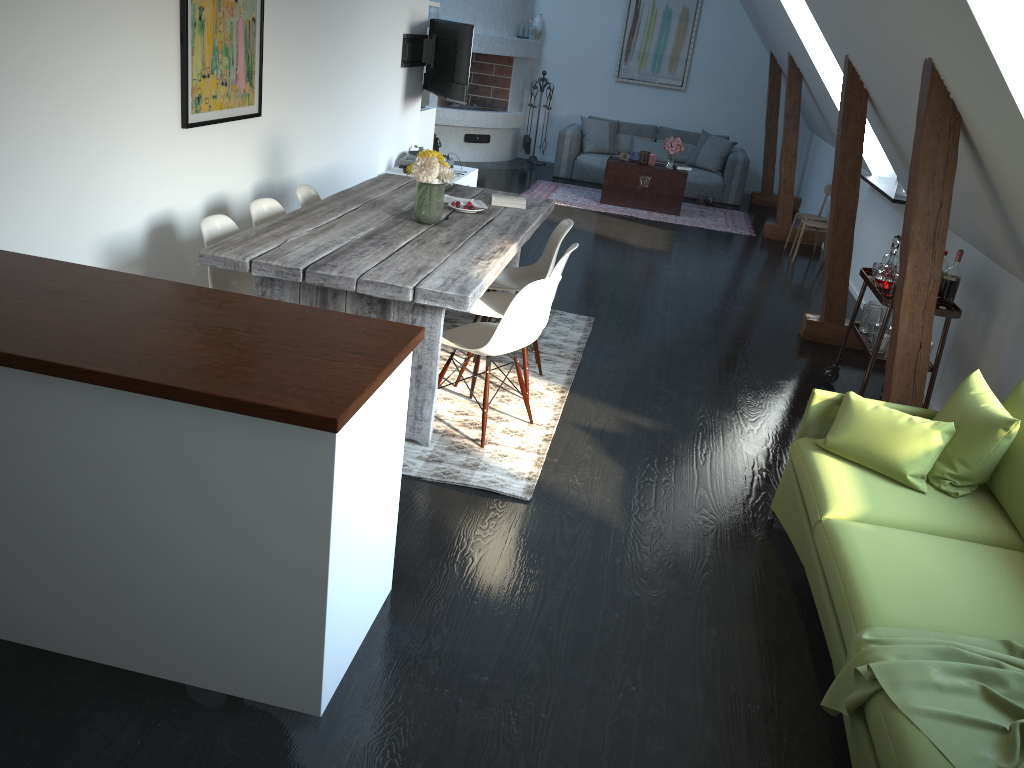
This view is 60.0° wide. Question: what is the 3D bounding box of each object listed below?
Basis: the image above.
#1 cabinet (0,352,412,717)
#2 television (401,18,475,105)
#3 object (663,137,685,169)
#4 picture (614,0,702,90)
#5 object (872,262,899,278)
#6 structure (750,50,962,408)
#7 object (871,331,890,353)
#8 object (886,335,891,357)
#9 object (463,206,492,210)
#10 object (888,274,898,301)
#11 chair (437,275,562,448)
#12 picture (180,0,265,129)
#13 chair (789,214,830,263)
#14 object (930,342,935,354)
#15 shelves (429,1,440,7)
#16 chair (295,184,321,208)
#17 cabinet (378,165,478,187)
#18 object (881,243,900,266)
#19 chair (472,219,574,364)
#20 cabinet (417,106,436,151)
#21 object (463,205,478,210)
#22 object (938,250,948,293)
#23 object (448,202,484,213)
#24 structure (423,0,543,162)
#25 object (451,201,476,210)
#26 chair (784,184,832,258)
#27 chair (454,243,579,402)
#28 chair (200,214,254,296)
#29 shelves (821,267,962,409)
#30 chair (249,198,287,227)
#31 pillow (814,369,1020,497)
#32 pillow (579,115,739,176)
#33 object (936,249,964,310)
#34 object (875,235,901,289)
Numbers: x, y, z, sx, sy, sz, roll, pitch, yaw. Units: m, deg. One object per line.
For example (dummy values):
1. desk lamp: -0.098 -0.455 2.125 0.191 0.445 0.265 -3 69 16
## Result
1. cabinet: -0.935 0.059 1.182 4.208 2.369 3.033 11 22 7
2. television: -0.788 -2.811 7.649 0.537 0.652 1.005 -3 24 -25
3. object: 1.807 -2.620 10.011 0.234 0.351 0.235 -6 26 -30
4. picture: 1.945 -4.620 11.868 0.965 1.185 0.025 11 22 7
5. object: 2.121 -0.603 4.935 0.245 0.092 0.151 23 27 34
6. structure: 2.434 -1.074 5.627 1.023 1.963 12.350 11 22 7
7. object: 1.975 -0.222 4.765 0.092 0.099 0.092 2 23 -13
8. object: 2.025 -0.188 4.672 0.095 0.119 0.095 -5 25 -28
9. object: -0.201 -0.990 4.976 0.194 0.022 0.019 17 24 22
10. object: 2.000 -0.516 4.524 0.101 0.211 0.101 17 24 21
11. chair: -0.093 -0.174 4.095 0.542 0.801 0.465 22 26 31
12. picture: -1.414 -1.903 4.384 0.036 1.181 0.808 11 22 7
13. chair: 2.916 -1.499 8.476 0.342 0.696 0.329 11 22 9
14. object: 2.151 -0.165 4.658 0.095 0.119 0.095 -5 25 -28
15. shelves: -1.492 -3.568 8.085 1.604 0.038 0.478 11 22 7
16. chair: -0.974 -0.699 5.087 0.542 0.801 0.465 9 22 4
17. cabinet: -0.723 -1.613 7.796 0.623 0.507 1.069 11 22 7
18. object: 2.164 -0.709 5.057 0.087 0.206 0.087 21 26 30
19. chair: 0.026 -0.574 5.114 0.542 0.801 0.465 5 22 -6
20. cabinet: -1.277 -2.259 8.641 0.869 0.921 0.638 11 22 7
21. object: -0.240 -0.989 4.979 0.110 0.011 0.058 12 22 11
22. object: 2.267 -0.583 4.720 0.067 0.257 0.099 13 23 12
23. object: -0.257 -0.988 4.981 0.205 0.024 0.205 8 22 0
24. structure: -1.011 -5.636 11.993 3.058 4.752 3.049 14 23 15
25. object: -0.270 -0.998 4.969 0.132 0.034 0.144 0 23 -19
26. chair: 3.010 -1.637 8.844 0.342 0.696 0.329 4 22 -8
27. chair: 0.018 -0.376 4.625 0.542 0.801 0.465 11 22 8
28. chair: -1.173 -0.348 4.162 0.542 0.801 0.465 11 22 8
29. shelves: 2.101 -0.180 4.933 0.438 0.732 0.803 9 22 4
30. chair: -1.084 -0.514 4.597 0.542 0.801 0.465 13 23 13
31. pillow: 1.468 0.163 3.243 0.600 0.387 0.475 10 22 5
32. pillow: 1.877 -3.130 11.561 2.075 0.515 0.444 11 22 7
33. object: 2.249 -0.537 4.533 0.081 0.308 0.081 8 22 0
34. object: 2.044 -0.660 4.785 0.114 0.292 0.114 0 23 -19
